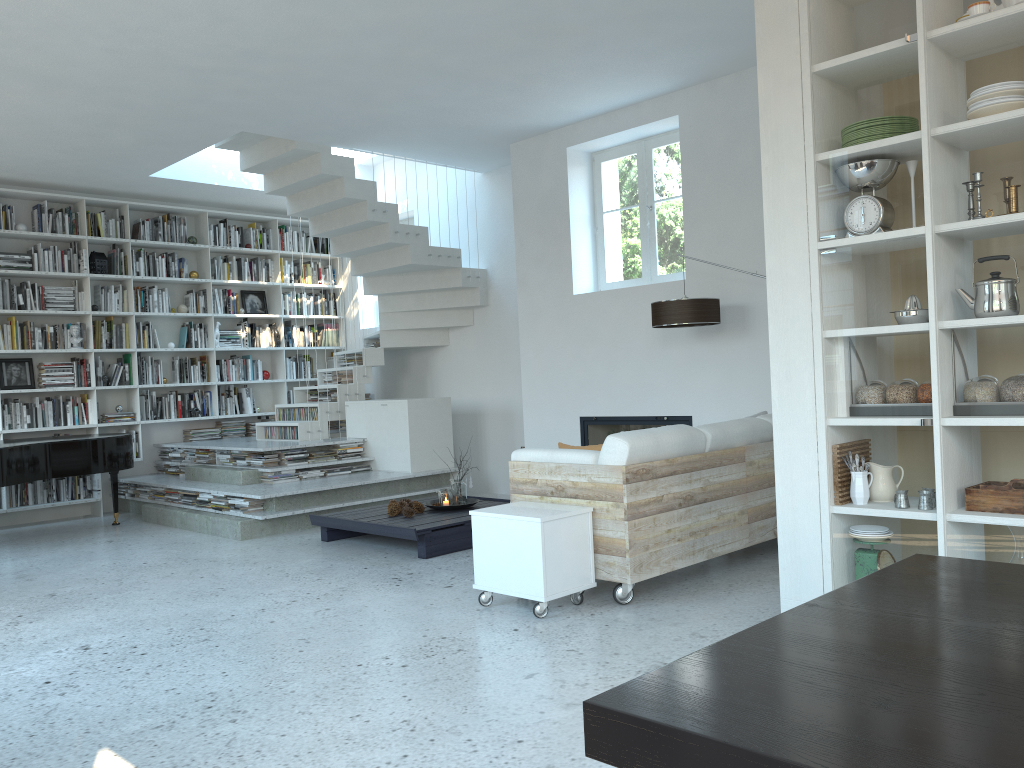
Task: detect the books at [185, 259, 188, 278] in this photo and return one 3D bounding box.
[{"bbox_3d":[-3.533,-1.223,9.544,0.026,0.229,0.140,-4,1,-45],"label":"books"}]

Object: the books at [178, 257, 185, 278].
[{"bbox_3d":[-3.556,-1.224,9.483,0.054,0.235,0.171,-4,1,-45],"label":"books"}]

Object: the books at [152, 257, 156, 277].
[{"bbox_3d":[-3.783,-1.206,9.297,0.028,0.223,0.142,-4,1,-45],"label":"books"}]

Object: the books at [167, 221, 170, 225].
[{"bbox_3d":[-3.665,-1.594,9.400,0.008,0.251,0.170,-4,1,-45],"label":"books"}]

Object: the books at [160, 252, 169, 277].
[{"bbox_3d":[-3.681,-1.243,9.394,0.012,0.285,0.159,-4,1,-45],"label":"books"}]

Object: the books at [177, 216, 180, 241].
[{"bbox_3d":[-3.600,-1.633,9.502,0.008,0.321,0.133,-4,1,-45],"label":"books"}]

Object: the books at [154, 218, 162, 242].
[{"bbox_3d":[-3.735,-1.594,9.309,0.028,0.258,0.185,-4,1,-45],"label":"books"}]

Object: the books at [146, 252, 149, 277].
[{"bbox_3d":[-3.829,-1.231,9.254,0.012,0.276,0.133,-4,1,-45],"label":"books"}]

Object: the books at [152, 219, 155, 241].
[{"bbox_3d":[-3.791,-1.590,9.287,0.021,0.256,0.169,-4,1,-45],"label":"books"}]

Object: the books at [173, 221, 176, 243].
[{"bbox_3d":[-3.624,-1.597,9.450,0.024,0.252,0.149,-4,1,-45],"label":"books"}]

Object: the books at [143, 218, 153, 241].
[{"bbox_3d":[-3.808,-1.589,9.267,0.030,0.255,0.161,-4,1,-45],"label":"books"}]

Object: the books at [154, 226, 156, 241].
[{"bbox_3d":[-3.783,-1.558,9.318,0.031,0.190,0.132,-4,1,-45],"label":"books"}]

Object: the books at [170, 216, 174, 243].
[{"bbox_3d":[-3.641,-1.620,9.401,0.015,0.299,0.183,-4,1,-45],"label":"books"}]

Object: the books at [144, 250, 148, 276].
[{"bbox_3d":[-3.836,-1.240,9.238,0.021,0.296,0.138,-4,1,-45],"label":"books"}]

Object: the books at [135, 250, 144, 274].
[{"bbox_3d":[-3.866,-1.232,9.197,0.011,0.283,0.173,-4,1,-45],"label":"books"}]

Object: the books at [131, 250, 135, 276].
[{"bbox_3d":[-3.922,-1.230,9.131,0.012,0.285,0.159,-4,1,-45],"label":"books"}]

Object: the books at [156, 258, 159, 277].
[{"bbox_3d":[-3.752,-1.205,9.320,0.025,0.216,0.144,-4,1,-45],"label":"books"}]

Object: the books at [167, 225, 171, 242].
[{"bbox_3d":[-3.663,-1.569,9.381,0.018,0.201,0.188,-4,1,-45],"label":"books"}]

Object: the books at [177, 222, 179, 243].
[{"bbox_3d":[-3.603,-1.601,9.467,0.014,0.258,0.149,-4,1,-45],"label":"books"}]

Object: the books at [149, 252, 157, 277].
[{"bbox_3d":[-3.768,-1.238,9.308,0.013,0.284,0.154,-4,1,-45],"label":"books"}]

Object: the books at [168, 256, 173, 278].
[{"bbox_3d":[-3.652,-1.221,9.396,0.030,0.238,0.185,-4,1,-45],"label":"books"}]

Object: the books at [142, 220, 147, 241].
[{"bbox_3d":[-3.840,-1.574,9.216,0.013,0.229,0.174,-4,1,-45],"label":"books"}]

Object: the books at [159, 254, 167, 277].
[{"bbox_3d":[-3.693,-1.232,9.363,0.012,0.264,0.156,-4,1,-45],"label":"books"}]

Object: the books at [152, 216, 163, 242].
[{"bbox_3d":[-3.734,-1.611,9.344,0.024,0.292,0.167,-4,1,-45],"label":"books"}]

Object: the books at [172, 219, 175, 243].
[{"bbox_3d":[-3.636,-1.608,9.439,0.008,0.275,0.163,-4,1,-45],"label":"books"}]

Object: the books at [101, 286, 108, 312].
[{"bbox_3d":[-4.114,-0.847,8.946,0.019,0.275,0.146,-4,1,-45],"label":"books"}]

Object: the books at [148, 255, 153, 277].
[{"bbox_3d":[-3.797,-1.215,9.251,0.027,0.241,0.160,-4,1,-45],"label":"books"}]

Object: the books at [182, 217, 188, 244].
[{"bbox_3d":[-3.533,-1.629,9.528,0.006,0.306,0.163,-4,1,-45],"label":"books"}]

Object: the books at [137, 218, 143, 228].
[{"bbox_3d":[-3.872,-1.585,9.217,0.012,0.255,0.133,-4,1,-45],"label":"books"}]

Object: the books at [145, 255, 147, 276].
[{"bbox_3d":[-3.841,-1.209,9.224,0.012,0.236,0.165,-4,1,-45],"label":"books"}]

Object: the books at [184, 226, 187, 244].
[{"bbox_3d":[-3.537,-1.580,9.521,0.014,0.209,0.188,-4,1,-45],"label":"books"}]

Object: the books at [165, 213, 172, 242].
[{"bbox_3d":[-3.661,-1.634,9.404,0.007,0.329,0.183,-4,1,-45],"label":"books"}]

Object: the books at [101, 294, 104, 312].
[{"bbox_3d":[-4.137,-0.800,8.899,0.028,0.185,0.181,-4,1,-45],"label":"books"}]

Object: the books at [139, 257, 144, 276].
[{"bbox_3d":[-3.865,-1.194,9.172,0.026,0.208,0.181,-4,1,-45],"label":"books"}]

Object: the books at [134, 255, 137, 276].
[{"bbox_3d":[-3.915,-1.207,9.158,0.012,0.239,0.138,-4,1,-45],"label":"books"}]

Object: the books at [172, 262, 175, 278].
[{"bbox_3d":[-3.633,-1.193,9.420,0.027,0.181,0.176,-4,1,-45],"label":"books"}]

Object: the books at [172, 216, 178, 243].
[{"bbox_3d":[-3.607,-1.625,9.454,0.008,0.307,0.182,-4,1,-45],"label":"books"}]

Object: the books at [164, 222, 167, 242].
[{"bbox_3d":[-3.688,-1.583,9.371,0.018,0.231,0.160,-4,1,-45],"label":"books"}]

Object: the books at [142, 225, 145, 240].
[{"bbox_3d":[-3.856,-1.550,9.218,0.009,0.183,0.160,-4,1,-45],"label":"books"}]

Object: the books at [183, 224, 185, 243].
[{"bbox_3d":[-3.555,-1.614,9.497,0.008,0.278,0.180,-4,1,-45],"label":"books"}]

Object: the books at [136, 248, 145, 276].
[{"bbox_3d":[-3.853,-1.244,9.201,0.014,0.307,0.152,-4,1,-45],"label":"books"}]

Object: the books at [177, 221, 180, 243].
[{"bbox_3d":[-3.597,-1.622,9.480,0.019,0.299,0.137,-4,1,-45],"label":"books"}]

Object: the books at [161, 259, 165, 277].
[{"bbox_3d":[-3.700,-1.203,9.333,0.021,0.209,0.181,-4,1,-45],"label":"books"}]

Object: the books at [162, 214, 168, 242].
[{"bbox_3d":[-3.685,-1.624,9.383,0.006,0.312,0.179,-4,1,-45],"label":"books"}]

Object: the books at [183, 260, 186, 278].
[{"bbox_3d":[-3.546,-1.216,9.505,0.048,0.216,0.182,-4,1,-45],"label":"books"}]

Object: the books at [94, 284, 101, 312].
[{"bbox_3d":[-4.163,-0.849,8.904,0.018,0.285,0.159,-4,1,-45],"label":"books"}]

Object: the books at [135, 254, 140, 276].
[{"bbox_3d":[-3.897,-1.210,9.167,0.026,0.243,0.148,-4,1,-45],"label":"books"}]

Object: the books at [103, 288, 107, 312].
[{"bbox_3d":[-4.123,-0.833,8.935,0.028,0.250,0.164,-4,1,-45],"label":"books"}]

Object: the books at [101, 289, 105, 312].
[{"bbox_3d":[-4.139,-0.829,8.926,0.024,0.242,0.159,-4,1,-45],"label":"books"}]

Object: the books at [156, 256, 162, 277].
[{"bbox_3d":[-3.727,-1.216,9.328,0.023,0.237,0.149,-4,1,-45],"label":"books"}]

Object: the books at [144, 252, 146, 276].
[{"bbox_3d":[-3.843,-1.226,9.209,0.010,0.268,0.166,-4,1,-45],"label":"books"}]

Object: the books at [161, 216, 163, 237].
[{"bbox_3d":[-3.728,-1.613,9.367,0.017,0.295,0.139,-4,1,-45],"label":"books"}]

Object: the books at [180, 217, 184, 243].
[{"bbox_3d":[-3.568,-1.622,9.494,0.013,0.297,0.188,-4,1,-45],"label":"books"}]

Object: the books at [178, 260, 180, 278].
[{"bbox_3d":[-3.594,-1.211,9.462,0.030,0.213,0.156,-4,1,-45],"label":"books"}]

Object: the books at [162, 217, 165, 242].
[{"bbox_3d":[-3.711,-1.609,9.375,0.007,0.285,0.159,-4,1,-45],"label":"books"}]

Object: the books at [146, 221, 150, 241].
[{"bbox_3d":[-3.828,-1.573,9.247,0.028,0.226,0.163,-4,1,-45],"label":"books"}]

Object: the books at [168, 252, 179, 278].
[{"bbox_3d":[-3.606,-1.247,9.430,0.029,0.285,0.183,-4,1,-45],"label":"books"}]
